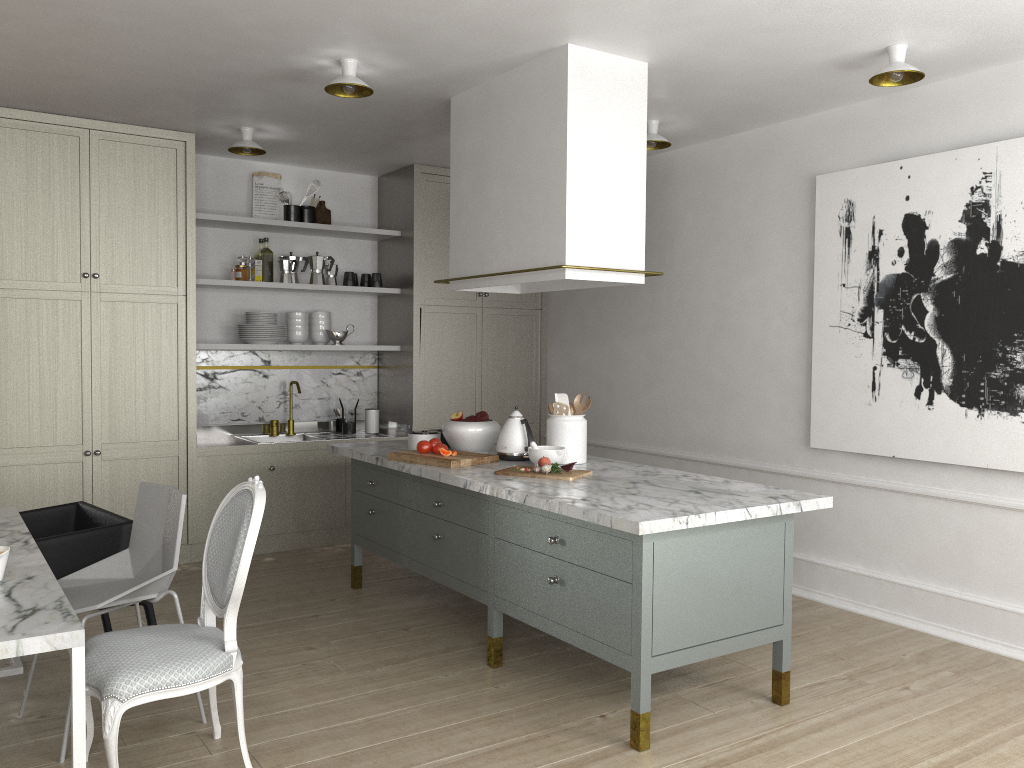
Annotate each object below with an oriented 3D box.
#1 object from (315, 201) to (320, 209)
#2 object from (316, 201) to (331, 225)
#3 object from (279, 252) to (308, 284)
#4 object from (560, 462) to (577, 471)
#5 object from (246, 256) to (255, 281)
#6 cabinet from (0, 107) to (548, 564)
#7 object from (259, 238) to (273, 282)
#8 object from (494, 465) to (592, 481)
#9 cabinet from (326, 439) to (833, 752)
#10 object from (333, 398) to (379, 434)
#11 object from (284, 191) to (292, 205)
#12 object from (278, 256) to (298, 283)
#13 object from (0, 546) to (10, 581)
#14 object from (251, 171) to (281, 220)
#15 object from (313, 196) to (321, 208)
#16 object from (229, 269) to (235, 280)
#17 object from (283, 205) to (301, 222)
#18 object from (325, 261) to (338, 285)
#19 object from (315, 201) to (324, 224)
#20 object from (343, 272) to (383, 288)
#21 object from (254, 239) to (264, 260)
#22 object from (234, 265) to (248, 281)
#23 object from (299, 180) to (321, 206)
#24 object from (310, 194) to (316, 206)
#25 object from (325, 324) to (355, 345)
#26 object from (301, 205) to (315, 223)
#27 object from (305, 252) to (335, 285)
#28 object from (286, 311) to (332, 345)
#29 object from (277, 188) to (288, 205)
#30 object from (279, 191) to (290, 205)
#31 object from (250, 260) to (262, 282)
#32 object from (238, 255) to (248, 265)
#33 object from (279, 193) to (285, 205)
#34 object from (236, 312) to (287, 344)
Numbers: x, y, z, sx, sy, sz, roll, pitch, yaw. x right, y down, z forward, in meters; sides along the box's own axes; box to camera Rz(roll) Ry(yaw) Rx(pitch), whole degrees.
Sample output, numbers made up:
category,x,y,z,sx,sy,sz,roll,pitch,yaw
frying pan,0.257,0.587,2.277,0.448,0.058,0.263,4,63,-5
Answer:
category,x,y,z,sx,sy,sz,roll,pitch,yaw
object,-1.241,-1.087,5.693,0.092,0.185,0.023,0,2,-24
object,-1.207,-1.086,5.685,0.092,0.183,0.038,0,2,-24
object,-1.377,-0.726,5.583,0.175,0.212,0.111,1,2,2
object,0.219,0.323,3.476,0.049,0.039,0.057,-1,3,-37
object,-1.619,-0.705,5.484,0.059,0.172,0.059,0,2,-7
cabinet,-2.277,-0.194,5.109,5.433,2.377,0.947,-1,3,-34
object,-1.512,-0.758,5.445,0.082,0.282,0.089,-1,3,-39
object,0.124,0.348,3.478,0.330,0.012,0.220,2,3,26
cabinet,0.070,0.702,3.760,0.870,0.721,2.360,-1,3,-34
object,-1.020,0.206,5.764,0.307,0.229,0.144,1,2,10
object,-1.395,-1.137,5.567,0.085,0.148,0.050,2,3,29
object,-1.374,-0.696,5.411,0.087,0.167,0.138,-1,3,-38
object,-1.372,0.484,2.341,0.089,0.085,0.138,-1,3,-38
object,-1.530,-1.154,5.529,0.183,0.327,0.074,-1,3,-24
object,-1.265,-1.103,5.628,0.106,0.191,0.016,0,2,-24
object,-1.706,-0.660,5.429,0.046,0.084,0.046,0,2,-7
object,-1.368,-1.048,5.517,0.108,0.118,0.108,-2,3,-42
object,-1.163,-0.706,5.701,0.087,0.167,0.138,0,2,-10
object,-1.218,-1.086,5.687,0.092,0.183,0.038,0,2,-24
object,-0.983,-0.673,5.776,0.264,0.098,0.173,-1,3,-25
object,-1.559,-0.761,5.512,0.066,0.282,0.066,-2,3,-44
object,-1.636,-0.665,5.357,0.078,0.101,0.078,1,2,12
object,-1.262,-1.183,5.524,0.135,0.187,0.070,-1,3,-30
object,-1.273,-1.095,5.593,0.083,0.201,0.023,1,2,22
object,-1.100,-0.315,5.661,0.210,0.135,0.102,-1,3,-41
object,-1.303,-1.056,5.609,0.112,0.128,0.112,2,3,40
object,-1.208,-0.723,5.550,0.175,0.212,0.111,2,3,27
object,-1.306,-0.360,5.698,0.309,0.216,0.149,-1,3,-41
object,-1.406,-1.134,5.470,0.085,0.148,0.050,-1,3,-31
object,-1.367,-1.089,5.468,0.132,0.185,0.039,-2,3,-43
object,-1.568,-0.687,5.438,0.044,0.141,0.077,-1,3,-39
object,-1.647,-0.703,5.425,0.059,0.172,0.059,2,3,29
object,-1.405,-1.095,5.541,0.098,0.199,0.059,0,2,-14
object,-1.533,-0.340,5.427,0.306,0.195,0.300,-1,3,-37
